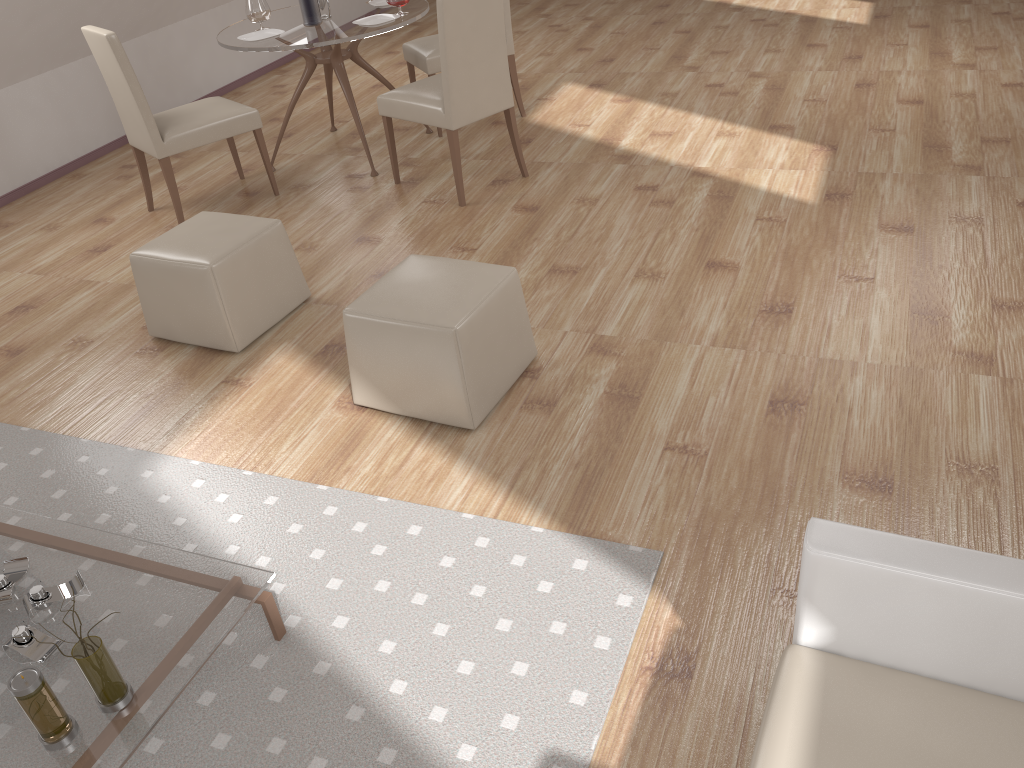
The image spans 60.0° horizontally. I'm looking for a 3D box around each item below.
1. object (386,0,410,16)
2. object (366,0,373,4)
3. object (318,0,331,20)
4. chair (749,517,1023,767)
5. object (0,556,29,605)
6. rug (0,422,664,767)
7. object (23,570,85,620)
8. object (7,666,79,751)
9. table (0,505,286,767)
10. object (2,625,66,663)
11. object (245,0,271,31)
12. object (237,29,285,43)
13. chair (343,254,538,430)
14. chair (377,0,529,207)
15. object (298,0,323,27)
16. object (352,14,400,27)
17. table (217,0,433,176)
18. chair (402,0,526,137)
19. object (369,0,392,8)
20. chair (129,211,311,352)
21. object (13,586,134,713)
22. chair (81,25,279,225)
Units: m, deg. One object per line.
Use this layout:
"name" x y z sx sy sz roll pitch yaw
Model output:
"object" -0.620 -2.104 4.817 0.136 0.183 0.136 -5 34 4
"object" -0.836 -2.346 5.220 0.136 0.183 0.136 -5 34 4
"object" -1.080 -2.198 4.923 0.086 0.322 0.096 -14 34 -9
"chair" 0.743 0.722 1.265 0.820 0.706 0.748 9 37 24
"object" -1.290 0.494 2.263 0.064 0.051 0.143 -10 34 -3
"rug" -1.181 0.720 2.287 2.800 0.007 1.600 8 37 22
"object" -1.142 0.513 2.203 0.143 0.052 0.064 -28 39 -27
"object" -0.963 0.664 1.819 0.075 0.185 0.075 -27 38 -26
"table" -1.253 0.676 2.201 1.173 0.190 0.730 8 37 22
"object" -1.120 0.599 2.070 0.143 0.052 0.064 8 37 22
"object" -1.398 -2.047 4.891 0.136 0.183 0.136 -30 40 -30
"object" -1.341 -1.860 4.747 0.228 0.020 0.228 -31 40 -31
"chair" -0.254 -0.175 3.074 0.506 0.394 0.506 11 38 25
"chair" -0.333 -1.517 4.543 0.477 0.999 0.618 -32 41 -32
"object" -1.119 -2.159 4.770 0.109 0.435 0.109 5 36 18
"object" -0.723 -1.938 4.738 0.228 0.020 0.228 24 45 39
"table" -1.020 -1.746 5.226 1.198 0.770 1.198 23 44 37
"chair" -0.321 -2.131 5.452 0.618 0.999 0.477 -19 35 -16
"object" -0.708 -2.210 5.139 0.228 0.020 0.228 -18 35 -15
"chair" -1.215 -0.448 3.673 0.506 0.394 0.506 10 38 25
"object" -0.874 0.538 1.832 0.184 0.359 0.123 -20 36 -18
"chair" -1.727 -1.420 4.682 0.618 0.999 0.477 -30 40 -29
